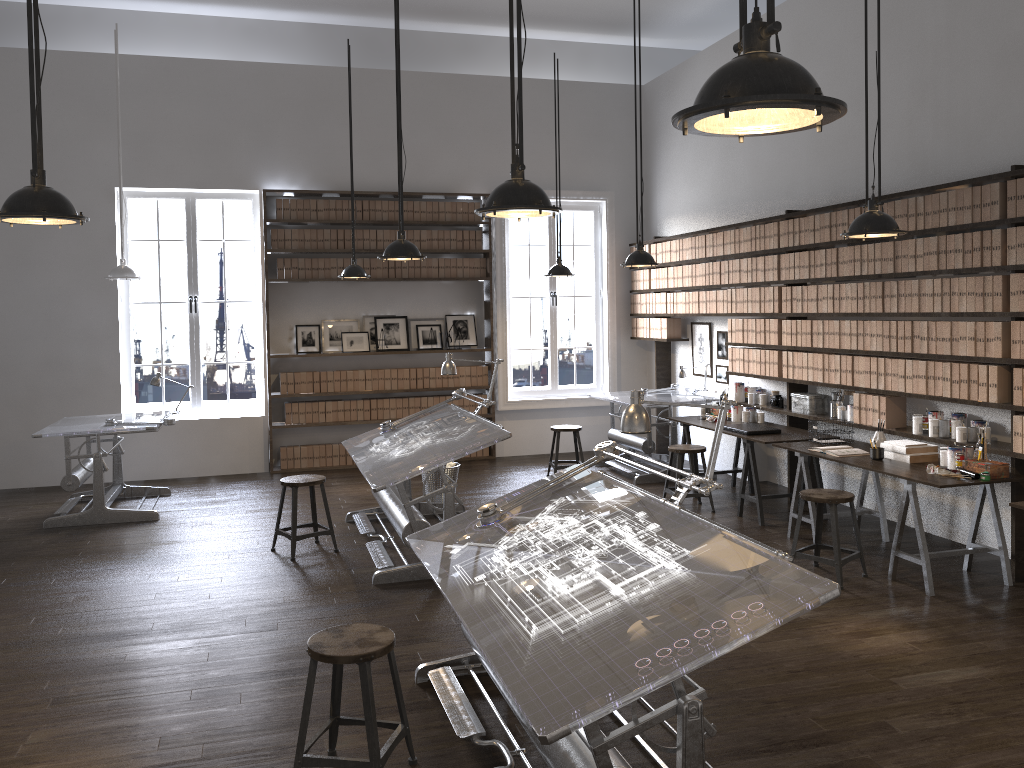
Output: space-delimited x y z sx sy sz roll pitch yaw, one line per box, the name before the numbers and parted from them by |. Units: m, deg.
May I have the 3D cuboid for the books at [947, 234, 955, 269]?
books | 2.873 -0.841 5.657 0.174 0.225 0.067 -2 2 -16

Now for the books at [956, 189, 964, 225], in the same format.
books | 2.889 -1.111 5.571 0.174 0.225 0.067 -2 2 -16

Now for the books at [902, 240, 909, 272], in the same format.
books | 2.759 -0.871 6.051 0.174 0.225 0.067 -2 2 -16

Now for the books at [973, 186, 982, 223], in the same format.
books | 2.928 -1.101 5.443 0.174 0.225 0.067 -2 2 -16

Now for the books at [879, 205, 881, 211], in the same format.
books | 2.675 -1.168 6.308 0.174 0.225 0.067 -2 2 -16

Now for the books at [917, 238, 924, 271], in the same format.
books | 2.796 -0.861 5.914 0.174 0.225 0.067 -2 2 -16

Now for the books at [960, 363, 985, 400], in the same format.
books | 2.914 -0.018 5.573 0.174 0.225 0.067 -2 2 -16

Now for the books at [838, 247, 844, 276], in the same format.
books | 2.569 -0.923 6.714 0.174 0.225 0.067 -2 2 -16

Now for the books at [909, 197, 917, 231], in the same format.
books | 2.769 -1.142 5.971 0.174 0.225 0.067 -2 2 -16

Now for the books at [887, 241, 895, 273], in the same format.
books | 2.715 -0.881 6.184 0.174 0.225 0.067 -2 2 -16

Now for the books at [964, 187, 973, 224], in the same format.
books | 2.903 -1.106 5.506 0.174 0.225 0.067 -2 2 -16

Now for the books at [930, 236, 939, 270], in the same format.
books | 2.829 -0.851 5.788 0.174 0.225 0.067 -2 2 -16

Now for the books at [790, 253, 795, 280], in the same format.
books | 2.389 -0.970 7.319 0.174 0.225 0.067 -2 2 -16

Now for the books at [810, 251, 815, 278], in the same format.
books | 2.468 -0.950 7.062 0.174 0.225 0.067 -2 2 -16

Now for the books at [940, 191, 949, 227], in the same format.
books | 2.849 -1.121 5.700 0.174 0.225 0.067 -2 2 -16

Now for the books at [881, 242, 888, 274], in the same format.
books | 2.701 -0.887 6.249 0.174 0.225 0.067 -2 2 -16

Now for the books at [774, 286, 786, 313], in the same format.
books | 2.331 -0.721 7.562 0.174 0.225 0.067 -2 2 -16

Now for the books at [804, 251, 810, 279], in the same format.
books | 2.444 -0.954 7.125 0.174 0.225 0.067 -2 2 -16

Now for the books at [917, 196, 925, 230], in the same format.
books | 2.792 -1.137 5.902 0.174 0.225 0.067 -2 2 -16

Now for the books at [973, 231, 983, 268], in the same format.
books | 2.929 -0.825 5.447 0.174 0.225 0.067 -2 2 -16

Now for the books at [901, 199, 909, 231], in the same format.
books | 2.749 -1.148 6.041 0.174 0.225 0.067 -2 2 -16

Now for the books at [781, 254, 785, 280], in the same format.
books | 2.355 -0.980 7.456 0.174 0.225 0.067 -2 2 -16

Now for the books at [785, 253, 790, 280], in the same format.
books | 2.373 -0.975 7.388 0.174 0.225 0.067 -2 2 -16

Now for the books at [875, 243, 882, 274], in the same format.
books | 2.682 -0.891 6.309 0.174 0.225 0.067 -2 2 -16

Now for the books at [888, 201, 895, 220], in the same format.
books | 2.716 -1.158 6.175 0.174 0.225 0.067 -2 2 -16

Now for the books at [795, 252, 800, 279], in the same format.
books | 2.411 -0.964 7.250 0.174 0.225 0.067 -2 2 -16

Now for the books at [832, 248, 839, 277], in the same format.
books | 2.543 -0.928 6.784 0.174 0.225 0.067 -2 2 -16

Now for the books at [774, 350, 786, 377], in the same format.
books | 2.335 -0.174 7.578 0.174 0.225 0.067 -2 2 -16

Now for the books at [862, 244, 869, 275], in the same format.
books | 2.641 -0.902 6.451 0.174 0.225 0.067 -2 2 -16

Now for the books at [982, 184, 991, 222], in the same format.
books | 2.948 -1.096 5.375 0.174 0.225 0.067 -2 2 -16

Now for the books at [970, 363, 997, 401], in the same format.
books | 2.940 -0.013 5.503 0.174 0.225 0.067 -2 2 -16

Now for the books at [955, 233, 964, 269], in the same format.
books | 2.889 -0.835 5.588 0.174 0.225 0.067 -2 2 -16

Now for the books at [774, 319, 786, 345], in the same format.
books | 2.330 -0.443 7.565 0.174 0.225 0.067 -2 2 -16

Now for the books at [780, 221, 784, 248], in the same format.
books | 2.347 -1.257 7.449 0.174 0.225 0.067 -2 2 -16

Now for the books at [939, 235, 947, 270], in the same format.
books | 2.854 -0.846 5.725 0.174 0.225 0.067 -2 2 -16

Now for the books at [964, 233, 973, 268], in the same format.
books | 2.913 -0.830 5.521 0.174 0.225 0.067 -2 2 -16

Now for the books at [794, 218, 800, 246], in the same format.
books | 2.404 -1.241 7.249 0.174 0.225 0.067 -2 2 -16

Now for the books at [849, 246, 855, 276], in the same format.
books | 2.598 -0.913 6.589 0.174 0.225 0.067 -2 2 -16

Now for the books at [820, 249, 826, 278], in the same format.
books | 2.503 -0.939 6.925 0.174 0.225 0.067 -2 2 -16

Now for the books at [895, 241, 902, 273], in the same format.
books | 2.741 -0.877 6.119 0.174 0.225 0.067 -2 2 -16

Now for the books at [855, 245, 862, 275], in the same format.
books | 2.618 -0.908 6.519 0.174 0.225 0.067 -2 2 -16

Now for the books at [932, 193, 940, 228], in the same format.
books | 2.833 -1.127 5.769 0.174 0.225 0.067 -2 2 -16

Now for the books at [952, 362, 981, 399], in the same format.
books | 2.899 -0.024 5.646 0.174 0.225 0.067 -2 2 -16

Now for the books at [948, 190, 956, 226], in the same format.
books | 2.870 -1.116 5.631 0.174 0.225 0.067 -2 2 -16

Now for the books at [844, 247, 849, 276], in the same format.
books | 2.585 -0.918 6.651 0.174 0.225 0.067 -2 2 -16

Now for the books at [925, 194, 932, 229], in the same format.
books | 2.815 -1.132 5.837 0.174 0.225 0.067 -2 2 -16

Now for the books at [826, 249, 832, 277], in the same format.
books | 2.527 -0.934 6.858 0.174 0.225 0.067 -2 2 -16

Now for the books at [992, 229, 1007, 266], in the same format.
books | 2.973 -0.813 5.304 0.174 0.225 0.067 -2 2 -16

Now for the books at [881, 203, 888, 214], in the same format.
books | 2.698 -1.163 6.242 0.174 0.225 0.067 -2 2 -16

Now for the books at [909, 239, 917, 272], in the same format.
books | 2.774 -0.866 5.983 0.174 0.225 0.067 -2 2 -16

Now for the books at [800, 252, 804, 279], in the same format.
books | 2.429 -0.960 7.190 0.174 0.225 0.067 -2 2 -16

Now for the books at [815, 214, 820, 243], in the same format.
books | 2.482 -1.220 6.978 0.174 0.225 0.067 -2 2 -16

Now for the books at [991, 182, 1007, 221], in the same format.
books | 2.963 -1.091 5.306 0.174 0.225 0.067 -2 2 -16

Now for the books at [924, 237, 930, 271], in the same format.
books | 2.815 -0.856 5.854 0.174 0.225 0.067 -2 2 -16

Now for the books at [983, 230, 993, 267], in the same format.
books | 2.955 -0.819 5.378 0.174 0.225 0.067 -2 2 -16

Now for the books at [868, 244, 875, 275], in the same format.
books | 2.660 -0.897 6.379 0.174 0.225 0.067 -2 2 -16

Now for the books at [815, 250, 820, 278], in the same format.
books | 2.488 -0.944 6.994 0.174 0.225 0.067 -2 2 -16

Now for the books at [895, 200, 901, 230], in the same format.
books | 2.735 -1.153 6.103 0.174 0.225 0.067 -2 2 -16
